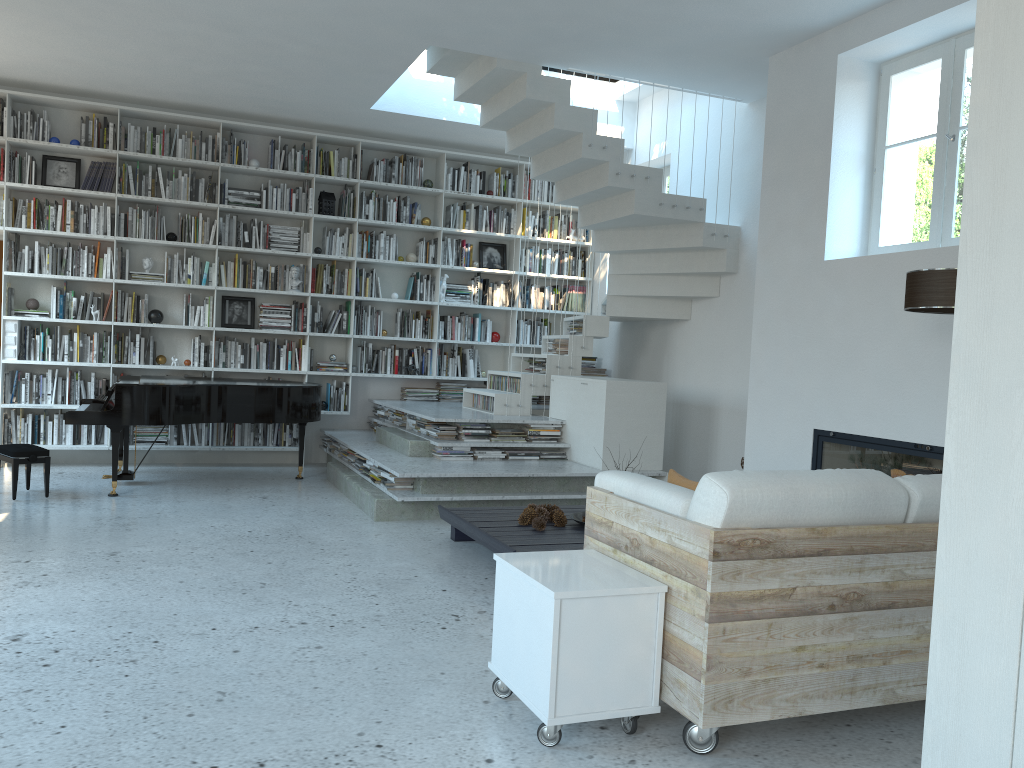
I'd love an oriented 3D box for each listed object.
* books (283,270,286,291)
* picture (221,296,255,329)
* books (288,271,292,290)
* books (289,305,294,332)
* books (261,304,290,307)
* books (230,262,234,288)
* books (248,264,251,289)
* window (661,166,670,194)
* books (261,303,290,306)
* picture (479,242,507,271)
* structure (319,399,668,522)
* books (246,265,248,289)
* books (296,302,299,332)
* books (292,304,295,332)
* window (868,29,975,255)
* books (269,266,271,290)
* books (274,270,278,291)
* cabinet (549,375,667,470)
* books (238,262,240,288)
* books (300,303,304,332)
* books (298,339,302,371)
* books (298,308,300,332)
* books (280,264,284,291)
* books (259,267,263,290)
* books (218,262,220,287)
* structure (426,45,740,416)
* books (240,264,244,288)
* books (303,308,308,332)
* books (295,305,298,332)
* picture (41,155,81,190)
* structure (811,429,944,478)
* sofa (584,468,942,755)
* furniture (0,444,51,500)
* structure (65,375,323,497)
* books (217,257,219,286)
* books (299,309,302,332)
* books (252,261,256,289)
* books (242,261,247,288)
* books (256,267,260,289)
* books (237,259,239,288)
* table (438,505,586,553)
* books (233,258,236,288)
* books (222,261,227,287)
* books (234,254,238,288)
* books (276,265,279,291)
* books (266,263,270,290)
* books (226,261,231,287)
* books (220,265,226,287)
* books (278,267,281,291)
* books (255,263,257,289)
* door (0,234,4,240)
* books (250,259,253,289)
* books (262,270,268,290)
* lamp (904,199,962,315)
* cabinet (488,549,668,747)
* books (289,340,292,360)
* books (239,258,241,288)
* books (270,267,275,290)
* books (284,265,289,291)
[{"bbox_3d":[-2.167,-0.972,8.414,0.022,0.207,0.114,2,3,-22],"label":"books"},{"bbox_3d":[-2.569,-0.670,8.320,0.300,0.300,0.077,2,3,-22],"label":"picture"},{"bbox_3d":[-2.116,-0.967,8.426,0.035,0.201,0.149,2,3,-22],"label":"books"},{"bbox_3d":[-2.100,-0.625,8.451,0.012,0.254,0.160,2,3,-22],"label":"books"},{"bbox_3d":[-2.240,-0.739,8.390,0.254,0.012,0.160,2,2,-25],"label":"books"},{"bbox_3d":[-2.603,-1.004,8.232,0.029,0.240,0.155,2,3,-22],"label":"books"},{"bbox_3d":[-2.463,-0.997,8.287,0.025,0.236,0.137,2,3,-22],"label":"books"},{"bbox_3d":[1.445,-1.499,8.667,0.042,1.227,1.116,2,3,-22],"label":"window"},{"bbox_3d":[-2.239,-0.751,8.388,0.254,0.012,0.160,2,2,-18],"label":"books"},{"bbox_3d":[-0.199,-1.318,9.224,0.300,0.300,0.077,2,3,-22],"label":"picture"},{"bbox_3d":[-0.097,0.581,7.803,2.899,0.659,3.110,2,2,-22],"label":"structure"},{"bbox_3d":[-2.478,-0.993,8.274,0.012,0.228,0.169,2,3,-22],"label":"books"},{"bbox_3d":[-2.059,-0.641,8.474,0.011,0.288,0.152,2,3,-22],"label":"books"},{"bbox_3d":[-2.088,-0.628,8.452,0.011,0.261,0.184,2,3,-22],"label":"books"},{"bbox_3d":[2.414,-1.322,4.938,0.072,1.227,1.116,2,3,-22],"label":"window"},{"bbox_3d":[-2.286,-0.989,8.350,0.010,0.234,0.174,2,3,-22],"label":"books"},{"bbox_3d":[-2.239,-0.970,8.361,0.029,0.200,0.178,2,3,-22],"label":"books"},{"bbox_3d":[0.725,0.290,7.107,0.551,0.668,0.992,2,2,-22],"label":"cabinet"},{"bbox_3d":[-2.549,-1.004,8.254,0.010,0.245,0.149,2,3,-22],"label":"books"},{"bbox_3d":[-2.013,-0.635,8.479,0.011,0.280,0.186,2,3,-22],"label":"books"},{"bbox_3d":[-2.035,-0.280,8.510,0.011,0.300,0.149,2,3,-22],"label":"books"},{"bbox_3d":[-2.052,-0.613,8.486,0.013,0.232,0.134,2,3,-22],"label":"books"},{"bbox_3d":[-2.181,-0.998,8.389,0.025,0.259,0.150,2,3,-22],"label":"books"},{"bbox_3d":[-2.365,-0.983,8.321,0.030,0.215,0.168,2,3,-22],"label":"books"},{"bbox_3d":[-2.712,-1.006,8.199,0.011,0.235,0.141,2,3,-22],"label":"books"},{"bbox_3d":[0.256,-1.087,7.421,2.614,3.384,1.953,2,3,-22],"label":"structure"},{"bbox_3d":[-2.526,-0.996,8.270,0.024,0.228,0.147,2,3,-22],"label":"books"},{"bbox_3d":[-1.990,-0.608,8.479,0.034,0.229,0.199,2,3,-22],"label":"books"},{"bbox_3d":[-2.071,-0.625,8.471,0.013,0.256,0.162,2,3,-22],"label":"books"},{"bbox_3d":[-3.916,-1.826,7.704,0.300,0.300,0.077,2,3,-22],"label":"picture"},{"bbox_3d":[2.358,0.603,5.017,0.735,0.584,1.210,2,2,-26],"label":"structure"},{"bbox_3d":[1.413,0.699,3.328,2.195,0.855,0.870,2,2,-22],"label":"sofa"},{"bbox_3d":[-3.452,0.605,6.244,0.467,0.353,0.240,5,3,43],"label":"furniture"},{"bbox_3d":[-2.482,0.390,7.165,1.918,0.833,1.333,2,2,-22],"label":"structure"},{"bbox_3d":[-2.721,-1.030,8.196,0.010,0.282,0.140,2,3,-22],"label":"books"},{"bbox_3d":[-2.036,-0.605,8.491,0.021,0.217,0.132,2,3,-22],"label":"books"},{"bbox_3d":[-2.418,-1.010,8.281,0.028,0.268,0.189,2,3,-22],"label":"books"},{"bbox_3d":[-2.503,-1.011,8.284,0.028,0.259,0.134,2,3,-22],"label":"books"},{"bbox_3d":[-2.390,-0.984,8.309,0.024,0.216,0.175,2,3,-22],"label":"books"},{"bbox_3d":[-2.548,-1.014,8.219,0.015,0.267,0.189,2,3,-22],"label":"books"},{"bbox_3d":[0.356,0.909,5.145,1.270,0.218,1.256,2,2,-22],"label":"table"},{"bbox_3d":[-2.588,-1.026,8.250,0.010,0.284,0.136,2,3,-22],"label":"books"},{"bbox_3d":[-2.659,-1.007,8.206,0.042,0.242,0.162,2,3,-22],"label":"books"},{"bbox_3d":[-2.560,-1.040,8.213,0.014,0.318,0.187,2,3,-22],"label":"books"},{"bbox_3d":[-2.215,-0.991,8.357,0.012,0.245,0.185,2,3,-22],"label":"books"},{"bbox_3d":[-2.298,-1.002,8.349,0.014,0.259,0.161,2,3,-22],"label":"books"},{"bbox_3d":[-2.631,-1.009,8.227,0.026,0.248,0.139,2,3,-22],"label":"books"},{"bbox_3d":[-2.673,-0.990,8.189,0.053,0.209,0.156,2,3,-22],"label":"books"},{"bbox_3d":[-2.212,-0.985,8.399,0.025,0.230,0.143,2,3,-22],"label":"books"},{"bbox_3d":[-2.411,-1.003,8.314,0.011,0.252,0.130,2,3,-22],"label":"books"},{"bbox_3d":[-4.930,-0.335,7.939,0.834,1.982,0.786,2,3,-22],"label":"door"},{"bbox_3d":[-2.442,-1.020,8.287,0.013,0.284,0.176,2,3,-22],"label":"books"},{"bbox_3d":[-2.333,-0.974,8.347,0.050,0.199,0.145,2,3,-22],"label":"books"},{"bbox_3d":[2.305,0.186,3.551,0.470,1.967,1.557,1,3,-36],"label":"lamp"},{"bbox_3d":[0.193,0.838,2.871,0.380,0.487,0.502,2,3,-22],"label":"cabinet"},{"bbox_3d":[-2.123,-0.275,8.485,0.010,0.284,0.131,2,3,-22],"label":"books"},{"bbox_3d":[-2.532,-1.021,8.241,0.010,0.281,0.170,2,3,-22],"label":"books"},{"bbox_3d":[-2.265,-0.983,8.347,0.029,0.224,0.185,2,3,-22],"label":"books"},{"bbox_3d":[-2.143,-0.997,8.416,0.024,0.259,0.126,2,3,-22],"label":"books"}]
